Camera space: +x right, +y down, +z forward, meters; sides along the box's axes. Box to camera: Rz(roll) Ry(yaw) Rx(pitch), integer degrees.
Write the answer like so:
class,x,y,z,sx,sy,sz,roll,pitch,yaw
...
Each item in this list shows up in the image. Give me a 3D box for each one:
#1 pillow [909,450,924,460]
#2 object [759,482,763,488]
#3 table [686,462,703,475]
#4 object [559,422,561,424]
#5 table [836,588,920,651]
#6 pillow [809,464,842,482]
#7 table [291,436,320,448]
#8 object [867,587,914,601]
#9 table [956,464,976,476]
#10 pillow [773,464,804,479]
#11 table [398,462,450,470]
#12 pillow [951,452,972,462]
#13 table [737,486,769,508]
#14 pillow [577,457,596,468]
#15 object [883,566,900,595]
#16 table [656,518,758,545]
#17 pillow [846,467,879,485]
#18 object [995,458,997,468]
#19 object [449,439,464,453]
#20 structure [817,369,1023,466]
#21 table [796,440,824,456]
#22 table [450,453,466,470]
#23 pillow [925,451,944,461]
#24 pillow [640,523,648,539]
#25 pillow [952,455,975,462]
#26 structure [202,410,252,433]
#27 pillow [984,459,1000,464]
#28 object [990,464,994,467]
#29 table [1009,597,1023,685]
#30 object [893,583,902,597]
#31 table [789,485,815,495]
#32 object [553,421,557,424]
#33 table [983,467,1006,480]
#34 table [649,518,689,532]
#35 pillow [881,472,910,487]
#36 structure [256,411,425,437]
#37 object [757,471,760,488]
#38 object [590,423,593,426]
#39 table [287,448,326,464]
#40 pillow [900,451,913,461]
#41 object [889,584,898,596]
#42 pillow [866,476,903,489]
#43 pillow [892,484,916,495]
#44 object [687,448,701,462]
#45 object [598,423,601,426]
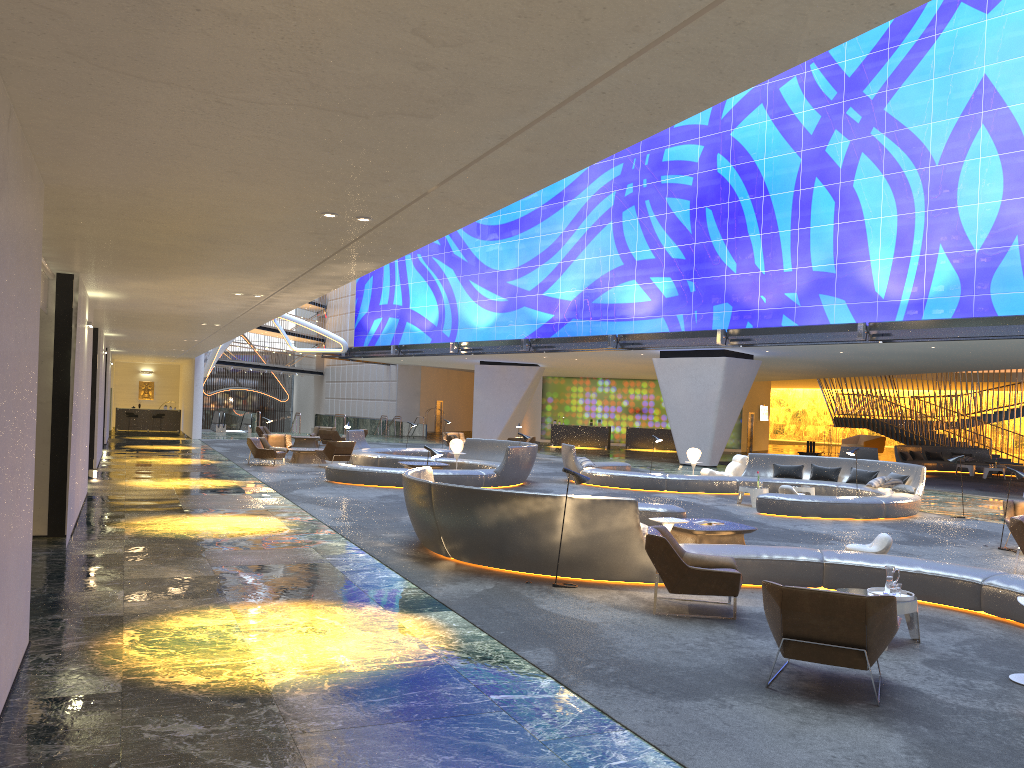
class,x,y,z,sx,sy,sz,roll,pitch,yaw
pillow,16.015,2.831,35.096,0.759,0.417,0.281,3,0,-30
object,5.329,2.159,19.019,0.071,0.118,0.151,2,-1,-13
table,4.907,2.415,24.042,0.427,0.595,0.418,2,0,41
object,2.446,2.016,45.513,0.107,0.108,0.111,2,0,11
table,3.215,2.062,7.847,0.671,0.406,0.673,3,-1,-27
pillow,7.593,2.165,21.520,0.758,0.417,0.281,2,0,35
table,-8.123,2.286,35.001,1.203,0.392,1.203,2,-1,-5
object,3.318,1.843,7.771,0.381,0.038,0.381,3,-2,-32
table,17.048,3.233,33.283,0.670,0.406,0.674,2,-1,21
pillow,6.811,2.165,21.867,0.768,0.369,0.295,2,0,21
table,-2.249,2.209,22.475,1.203,0.392,1.203,3,-1,-23
pillow,17.912,2.919,35.303,0.774,0.367,0.317,2,0,18
table,5.118,2.411,18.955,0.670,0.406,0.674,2,-1,29
pillow,1.856,2.029,23.077,0.692,0.262,0.877,3,-1,-15
object,3.339,1.734,7.821,0.131,0.252,0.103,2,0,-40
table,2.691,2.155,12.392,1.203,0.392,1.203,3,-1,-23
pillow,8.247,2.179,20.866,0.315,0.386,0.784,2,-1,-32
object,17.412,2.832,31.866,0.076,0.356,0.066,2,1,-31
object,-1.495,1.668,23.889,0.367,0.387,0.318,2,0,-16
structure,23.366,1.030,39.951,11.988,6.248,16.483,3,-1,-24
table,15.769,3.349,46.766,1.241,0.727,2.308,2,-1,24
table,-1.488,2.161,23.938,0.418,0.595,0.427,2,0,-24
pillow,16.884,2.877,35.414,0.785,0.386,0.315,2,0,-7
pillow,1.391,1.690,10.069,0.876,0.262,0.693,2,-1,29
pillow,17.806,2.954,35.136,0.878,0.262,0.692,3,-1,-33
structure,-18.879,5.577,54.318,3.018,8.240,19.821,2,-1,-23
pillow,18.757,3.042,34.640,0.445,0.207,0.443,3,-1,-37
object,17.320,2.951,31.993,0.151,0.118,0.071,2,0,12
table,4.006,1.952,6.689,0.427,0.595,0.418,2,0,20
object,3.360,1.800,7.727,0.071,0.118,0.071,2,0,34
table,6.374,2.481,19.804,0.673,0.406,0.671,2,-1,-4
object,2.205,1.988,45.561,0.149,0.150,0.149,2,0,11
table,17.285,3.206,31.786,0.671,0.406,0.673,3,-1,-36
table,1.922,1.976,10.980,0.418,0.595,0.427,2,0,-27
pillow,8.581,2.171,19.886,0.317,0.366,0.775,2,-1,-7
structure,-13.161,5.908,57.290,9.309,8.401,19.725,2,-1,-23
object,5.256,2.034,18.886,0.076,0.356,0.066,3,1,34
object,4.038,2.051,45.128,0.150,0.145,0.150,2,0,10
table,-6.114,2.158,26.600,1.203,0.392,1.202,3,-1,-24
pillow,15.369,2.814,34.535,0.769,0.369,0.295,3,-1,-44
object,3.301,1.796,7.673,0.071,0.118,0.071,2,0,-41
pillow,8.384,2.208,19.911,0.876,0.262,0.693,1,-1,32
pillow,8.334,2.243,18.836,0.444,0.207,0.443,2,-1,28
object,4.921,1.923,23.987,0.367,0.387,0.318,3,0,-41
object,4.441,2.065,45.068,0.150,0.145,0.150,2,0,10
